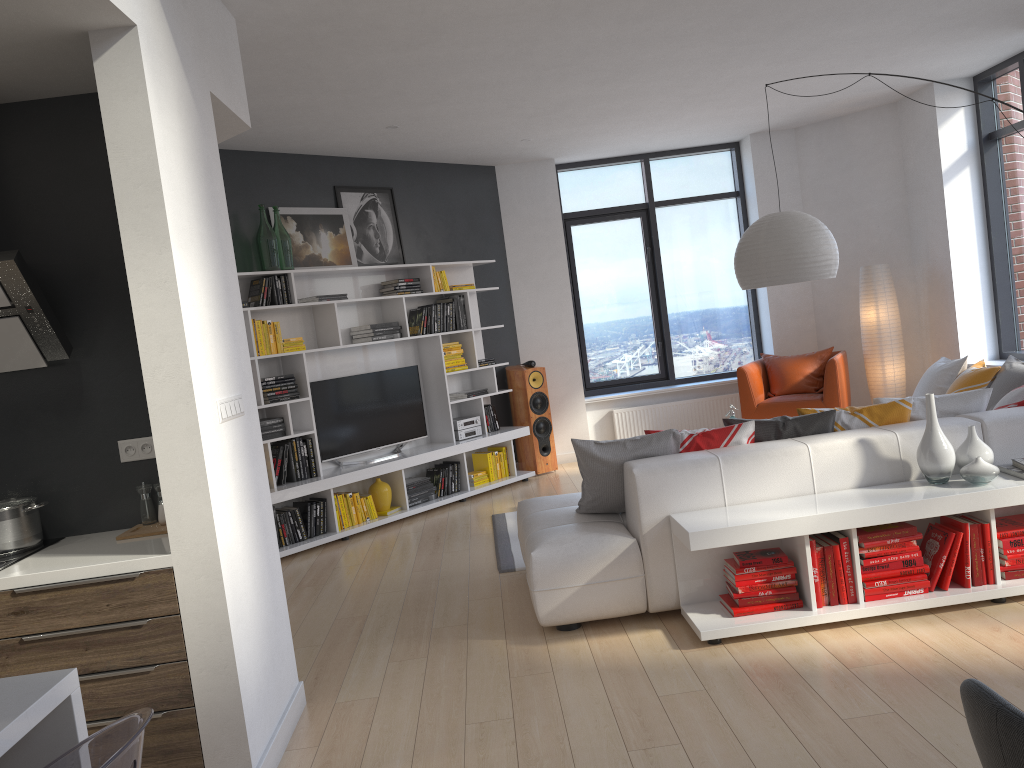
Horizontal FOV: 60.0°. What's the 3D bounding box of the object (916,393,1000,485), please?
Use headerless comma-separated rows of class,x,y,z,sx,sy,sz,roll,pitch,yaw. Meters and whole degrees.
object,1.942,0.230,3.900,0.316,0.398,0.319,-6,4,22

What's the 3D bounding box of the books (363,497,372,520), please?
books,-1.166,0.971,6.924,0.134,0.187,0.046,-4,5,43

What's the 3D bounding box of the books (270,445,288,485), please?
books,-1.731,0.594,6.544,0.210,0.289,0.100,-4,5,42

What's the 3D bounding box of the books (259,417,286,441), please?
books,-1.866,0.340,6.455,0.277,0.137,0.343,-4,5,43

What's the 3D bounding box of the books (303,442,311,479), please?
books,-1.603,0.576,6.687,0.200,0.272,0.028,-4,5,43

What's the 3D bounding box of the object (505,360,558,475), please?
object,0.158,0.319,8.496,0.290,1.088,0.434,-10,4,-32

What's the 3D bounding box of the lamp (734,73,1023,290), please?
lamp,2.774,-0.560,4.635,3.199,2.647,0.710,-5,4,34

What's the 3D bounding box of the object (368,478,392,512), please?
object,-1.054,0.881,7.085,0.185,0.257,0.185,-6,4,21

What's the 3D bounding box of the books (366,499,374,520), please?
books,-1.143,0.978,6.931,0.113,0.169,0.049,-4,5,42

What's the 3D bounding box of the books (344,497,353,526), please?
books,-1.299,0.978,6.791,0.156,0.230,0.042,-4,5,41

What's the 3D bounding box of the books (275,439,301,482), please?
books,-1.672,0.570,6.619,0.237,0.314,0.034,-4,5,43

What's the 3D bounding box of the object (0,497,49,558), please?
object,-1.882,0.504,3.238,0.315,0.223,0.288,-4,5,39

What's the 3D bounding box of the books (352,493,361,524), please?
books,-1.244,0.960,6.844,0.169,0.240,0.043,-4,5,42

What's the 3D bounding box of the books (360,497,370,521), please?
books,-1.186,0.974,6.914,0.138,0.188,0.056,-4,5,43

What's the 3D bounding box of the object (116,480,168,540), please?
object,-1.294,0.382,3.306,0.330,0.316,0.221,-8,4,-2

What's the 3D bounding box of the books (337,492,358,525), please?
books,-1.281,0.960,6.834,0.185,0.252,0.055,-4,5,42

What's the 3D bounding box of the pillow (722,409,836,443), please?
pillow,2.115,0.230,4.524,2.120,0.436,0.608,-8,4,-6

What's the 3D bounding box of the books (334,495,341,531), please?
books,-1.379,0.972,6.694,0.204,0.270,0.029,-4,5,43

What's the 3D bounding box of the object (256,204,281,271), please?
object,-1.814,-1.074,6.550,0.157,0.507,0.157,-10,4,-33

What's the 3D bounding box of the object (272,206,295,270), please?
object,-1.751,-1.092,6.702,0.157,0.507,0.157,-10,4,-33

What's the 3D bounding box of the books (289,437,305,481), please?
books,-1.654,0.560,6.644,0.237,0.326,0.026,-4,5,43

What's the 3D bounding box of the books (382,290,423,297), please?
books,-0.928,-0.761,7.516,0.284,0.030,0.214,-11,5,-43

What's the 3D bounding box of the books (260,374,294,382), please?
books,-1.764,-0.042,6.550,0.246,0.026,0.180,-11,5,-39

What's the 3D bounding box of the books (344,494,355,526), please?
books,-1.290,0.962,6.809,0.180,0.252,0.041,-4,5,43

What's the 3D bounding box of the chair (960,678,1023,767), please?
chair,0.955,0.794,1.121,0.619,0.891,0.655,-8,4,0

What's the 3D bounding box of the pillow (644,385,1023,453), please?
pillow,1.795,0.299,4.506,2.250,0.449,0.575,-8,4,-4

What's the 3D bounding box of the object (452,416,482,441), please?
object,-0.461,0.397,7.889,0.270,0.174,0.285,-4,5,43

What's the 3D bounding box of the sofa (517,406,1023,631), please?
sofa,1.703,0.503,5.336,3.424,0.732,2.614,-8,4,-2

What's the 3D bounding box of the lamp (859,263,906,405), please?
lamp,3.501,-0.317,7.923,0.502,1.550,0.804,-11,5,-41

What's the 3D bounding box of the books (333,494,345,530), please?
books,-1.369,0.968,6.737,0.213,0.271,0.048,-4,5,43

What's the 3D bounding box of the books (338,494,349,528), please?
books,-1.348,0.970,6.767,0.198,0.258,0.066,-4,5,43

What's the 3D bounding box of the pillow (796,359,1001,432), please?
pillow,2.294,0.186,5.066,0.630,0.440,2.095,-4,5,45

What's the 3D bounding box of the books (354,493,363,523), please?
books,-1.242,0.960,6.875,0.171,0.235,0.043,-4,5,41

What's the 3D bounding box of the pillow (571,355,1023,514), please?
pillow,1.682,0.262,4.832,2.953,0.453,0.647,-8,4,-14

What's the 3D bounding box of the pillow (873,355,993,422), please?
pillow,2.477,0.127,5.321,0.580,0.456,2.156,-6,4,24

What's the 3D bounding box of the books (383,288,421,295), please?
books,-0.935,-0.785,7.516,0.189,0.020,0.264,-4,5,41

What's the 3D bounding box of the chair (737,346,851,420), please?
chair,2.650,0.124,8.195,0.896,0.858,0.843,-5,4,30

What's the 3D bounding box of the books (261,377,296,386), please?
books,-1.781,-0.013,6.570,0.284,0.030,0.214,-10,5,-38

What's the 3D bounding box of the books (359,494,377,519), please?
books,-1.139,0.963,6.958,0.148,0.193,0.067,-4,5,44

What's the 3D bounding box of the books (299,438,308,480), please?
books,-1.633,0.562,6.666,0.239,0.315,0.034,-4,5,43

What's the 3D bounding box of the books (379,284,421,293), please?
books,-0.951,-0.810,7.530,0.284,0.030,0.214,-11,5,-43

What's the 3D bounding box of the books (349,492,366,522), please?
books,-1.228,0.956,6.904,0.172,0.235,0.056,-4,5,42

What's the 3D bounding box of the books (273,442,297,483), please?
books,-1.689,0.582,6.592,0.213,0.301,0.028,-4,5,43

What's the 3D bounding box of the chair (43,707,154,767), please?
chair,-0.785,1.025,1.521,0.434,0.838,0.475,-8,4,-4

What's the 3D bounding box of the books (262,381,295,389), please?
books,-1.766,0.012,6.554,0.264,0.020,0.189,-11,5,-43

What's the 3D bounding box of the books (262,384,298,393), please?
books,-1.760,0.037,6.554,0.284,0.030,0.214,-10,5,-38

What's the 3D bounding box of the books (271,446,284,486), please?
books,-1.778,0.605,6.518,0.232,0.284,0.142,-4,5,43

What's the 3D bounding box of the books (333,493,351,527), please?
books,-1.327,0.962,6.788,0.202,0.267,0.038,-4,5,43

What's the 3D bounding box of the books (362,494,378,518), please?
books,-1.130,0.959,6.982,0.149,0.193,0.046,-4,5,44

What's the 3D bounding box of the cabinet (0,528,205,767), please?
cabinet,-2.110,0.393,1.034,2.402,2.501,4.694,-8,4,-2

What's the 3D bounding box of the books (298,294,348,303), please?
books,-1.476,-0.658,6.915,0.250,0.047,0.310,-5,5,38

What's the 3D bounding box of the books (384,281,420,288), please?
books,-0.932,-0.839,7.512,0.246,0.026,0.180,-11,5,-44

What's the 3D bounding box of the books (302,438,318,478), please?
books,-1.579,0.560,6.717,0.230,0.297,0.051,-4,5,43

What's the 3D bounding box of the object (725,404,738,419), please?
object,1.419,0.280,6.022,0.330,0.265,0.330,-6,4,22
